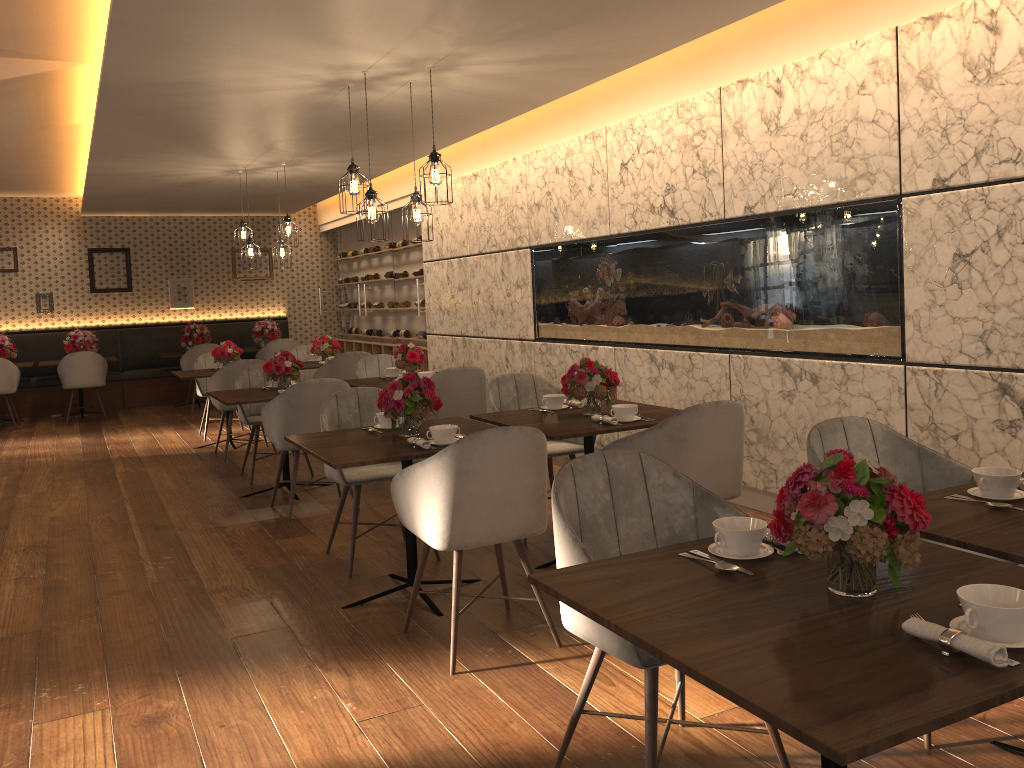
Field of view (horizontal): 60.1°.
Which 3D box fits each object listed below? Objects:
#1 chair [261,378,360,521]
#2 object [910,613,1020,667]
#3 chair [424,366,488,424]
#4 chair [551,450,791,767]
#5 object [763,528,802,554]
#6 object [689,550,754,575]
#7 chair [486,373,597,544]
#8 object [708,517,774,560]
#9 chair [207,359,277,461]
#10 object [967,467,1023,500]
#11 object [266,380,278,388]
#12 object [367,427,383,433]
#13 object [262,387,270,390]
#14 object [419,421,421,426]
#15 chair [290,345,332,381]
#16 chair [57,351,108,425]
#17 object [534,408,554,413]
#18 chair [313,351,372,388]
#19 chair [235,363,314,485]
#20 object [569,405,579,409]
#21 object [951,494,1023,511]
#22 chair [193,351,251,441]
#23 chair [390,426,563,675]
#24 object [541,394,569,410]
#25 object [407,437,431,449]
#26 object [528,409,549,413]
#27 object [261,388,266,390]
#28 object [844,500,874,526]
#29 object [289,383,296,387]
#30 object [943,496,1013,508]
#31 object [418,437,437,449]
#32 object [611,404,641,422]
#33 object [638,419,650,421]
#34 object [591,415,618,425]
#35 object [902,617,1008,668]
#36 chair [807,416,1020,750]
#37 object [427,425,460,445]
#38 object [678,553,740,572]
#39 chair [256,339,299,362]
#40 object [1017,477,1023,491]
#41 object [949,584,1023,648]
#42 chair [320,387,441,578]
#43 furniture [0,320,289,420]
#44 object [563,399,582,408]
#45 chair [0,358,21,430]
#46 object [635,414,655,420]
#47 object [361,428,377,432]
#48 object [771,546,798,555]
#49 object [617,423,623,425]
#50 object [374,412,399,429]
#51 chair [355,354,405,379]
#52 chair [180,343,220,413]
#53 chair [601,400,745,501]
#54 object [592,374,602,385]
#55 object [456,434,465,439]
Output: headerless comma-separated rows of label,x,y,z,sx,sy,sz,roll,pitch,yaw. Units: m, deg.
chair,-1.289,0.380,5.720,0.566,0.870,0.527,-4,4,-27
object,0.760,0.430,1.497,0.025,0.024,0.193,-5,6,-26
chair,-0.433,0.297,6.150,0.566,0.870,0.527,-4,4,-27
chair,0.401,0.650,2.398,0.566,0.870,0.527,-4,4,-27
object,0.631,0.365,2.103,0.056,0.039,0.176,-5,6,-26
object,0.473,0.402,1.994,0.022,0.004,0.211,-5,7,-26
chair,0.143,0.387,5.040,0.566,0.870,0.527,-4,4,-27
object,0.529,0.358,2.051,0.148,0.072,0.149,-1,6,16
chair,-2.402,0.200,7.933,0.566,0.870,0.527,-4,4,-27
object,1.348,0.279,2.462,0.148,0.072,0.149,-1,6,16
object,-1.752,-0.011,6.580,0.148,0.072,0.149,2,7,41
object,-0.651,0.220,4.225,0.022,0.004,0.211,-5,7,-26
object,-1.808,0.033,6.524,0.022,0.004,0.211,-5,7,-26
object,-0.492,0.184,4.334,0.056,0.039,0.176,-5,6,-26
chair,-2.130,0.019,9.555,0.566,0.870,0.527,-4,4,-27
chair,-5.228,0.027,10.820,0.566,0.870,0.527,-4,4,-27
object,0.169,0.140,4.636,0.022,0.004,0.211,-5,7,-26
chair,-1.547,0.117,8.362,0.566,0.870,0.527,-4,4,-27
chair,-1.872,0.282,6.913,0.566,0.870,0.527,-4,4,-27
object,0.301,0.114,4.721,0.025,0.024,0.193,-5,6,-26
object,1.292,0.322,2.405,0.022,0.004,0.211,-5,7,-26
chair,-2.986,0.102,9.126,0.566,0.870,0.527,-4,4,-27
chair,-0.129,0.568,3.418,0.566,0.870,0.527,-4,4,-27
object,0.225,0.097,4.693,0.148,0.072,0.149,-1,6,16
object,-0.390,0.245,3.704,0.056,0.039,0.176,-5,6,-26
object,0.134,0.137,4.627,0.043,0.015,0.197,-6,7,-30
object,-1.842,0.029,6.514,0.043,0.015,0.197,-6,7,-30
object,0.649,0.243,1.703,0.048,0.052,0.076,-4,5,-21
object,-1.446,0.031,6.053,0.148,0.072,0.149,2,7,41
object,1.264,0.318,2.399,0.043,0.015,0.198,-5,6,-23
object,-0.363,0.248,3.728,0.025,0.024,0.193,-5,6,-26
object,0.531,0.138,4.166,0.148,0.072,0.149,-1,6,16
object,0.590,0.164,4.226,0.022,0.004,0.211,-5,7,-26
object,0.430,0.165,4.115,0.056,0.039,0.176,-5,6,-26
object,0.734,0.426,1.473,0.056,0.039,0.176,-5,6,-26
chair,1.257,0.567,2.827,0.566,0.870,0.527,-4,4,-27
object,-0.289,0.218,3.754,0.148,0.072,0.149,-1,6,16
object,0.438,0.398,1.984,0.043,0.015,0.197,-6,7,-30
chair,-3.108,-0.180,11.883,0.566,0.870,0.527,-4,4,-27
object,1.451,0.286,2.514,0.056,0.039,0.176,-5,6,-26
object,0.835,0.400,1.523,0.148,0.072,0.149,-3,5,-4
chair,-0.713,0.470,4.610,0.566,0.870,0.527,-4,4,-27
furniture,-6.440,-0.112,11.673,7.101,1.078,0.542,-6,4,-27
object,0.328,0.104,4.745,0.056,0.039,0.176,-5,6,-26
chair,-6.083,0.110,10.390,0.566,0.870,0.527,-4,4,-27
object,0.624,0.155,4.235,0.043,0.015,0.197,-6,7,-30
object,-0.685,0.217,4.215,0.043,0.015,0.197,-6,7,-30
object,0.605,0.376,2.079,0.025,0.024,0.193,-5,6,-26
object,0.457,0.168,4.140,0.025,0.024,0.193,-5,6,-26
object,-0.594,0.177,4.282,0.148,0.072,0.149,-1,6,16
chair,-1.016,0.199,7.342,0.566,0.870,0.527,-4,4,-27
chair,-3.964,-0.096,11.454,0.566,0.870,0.527,-4,4,-27
chair,0.726,0.485,3.847,0.566,0.870,0.527,-4,4,-27
object,0.398,-0.023,4.349,0.076,0.052,0.048,2,6,43
object,-0.195,0.235,3.824,0.043,0.015,0.197,-6,7,-30
